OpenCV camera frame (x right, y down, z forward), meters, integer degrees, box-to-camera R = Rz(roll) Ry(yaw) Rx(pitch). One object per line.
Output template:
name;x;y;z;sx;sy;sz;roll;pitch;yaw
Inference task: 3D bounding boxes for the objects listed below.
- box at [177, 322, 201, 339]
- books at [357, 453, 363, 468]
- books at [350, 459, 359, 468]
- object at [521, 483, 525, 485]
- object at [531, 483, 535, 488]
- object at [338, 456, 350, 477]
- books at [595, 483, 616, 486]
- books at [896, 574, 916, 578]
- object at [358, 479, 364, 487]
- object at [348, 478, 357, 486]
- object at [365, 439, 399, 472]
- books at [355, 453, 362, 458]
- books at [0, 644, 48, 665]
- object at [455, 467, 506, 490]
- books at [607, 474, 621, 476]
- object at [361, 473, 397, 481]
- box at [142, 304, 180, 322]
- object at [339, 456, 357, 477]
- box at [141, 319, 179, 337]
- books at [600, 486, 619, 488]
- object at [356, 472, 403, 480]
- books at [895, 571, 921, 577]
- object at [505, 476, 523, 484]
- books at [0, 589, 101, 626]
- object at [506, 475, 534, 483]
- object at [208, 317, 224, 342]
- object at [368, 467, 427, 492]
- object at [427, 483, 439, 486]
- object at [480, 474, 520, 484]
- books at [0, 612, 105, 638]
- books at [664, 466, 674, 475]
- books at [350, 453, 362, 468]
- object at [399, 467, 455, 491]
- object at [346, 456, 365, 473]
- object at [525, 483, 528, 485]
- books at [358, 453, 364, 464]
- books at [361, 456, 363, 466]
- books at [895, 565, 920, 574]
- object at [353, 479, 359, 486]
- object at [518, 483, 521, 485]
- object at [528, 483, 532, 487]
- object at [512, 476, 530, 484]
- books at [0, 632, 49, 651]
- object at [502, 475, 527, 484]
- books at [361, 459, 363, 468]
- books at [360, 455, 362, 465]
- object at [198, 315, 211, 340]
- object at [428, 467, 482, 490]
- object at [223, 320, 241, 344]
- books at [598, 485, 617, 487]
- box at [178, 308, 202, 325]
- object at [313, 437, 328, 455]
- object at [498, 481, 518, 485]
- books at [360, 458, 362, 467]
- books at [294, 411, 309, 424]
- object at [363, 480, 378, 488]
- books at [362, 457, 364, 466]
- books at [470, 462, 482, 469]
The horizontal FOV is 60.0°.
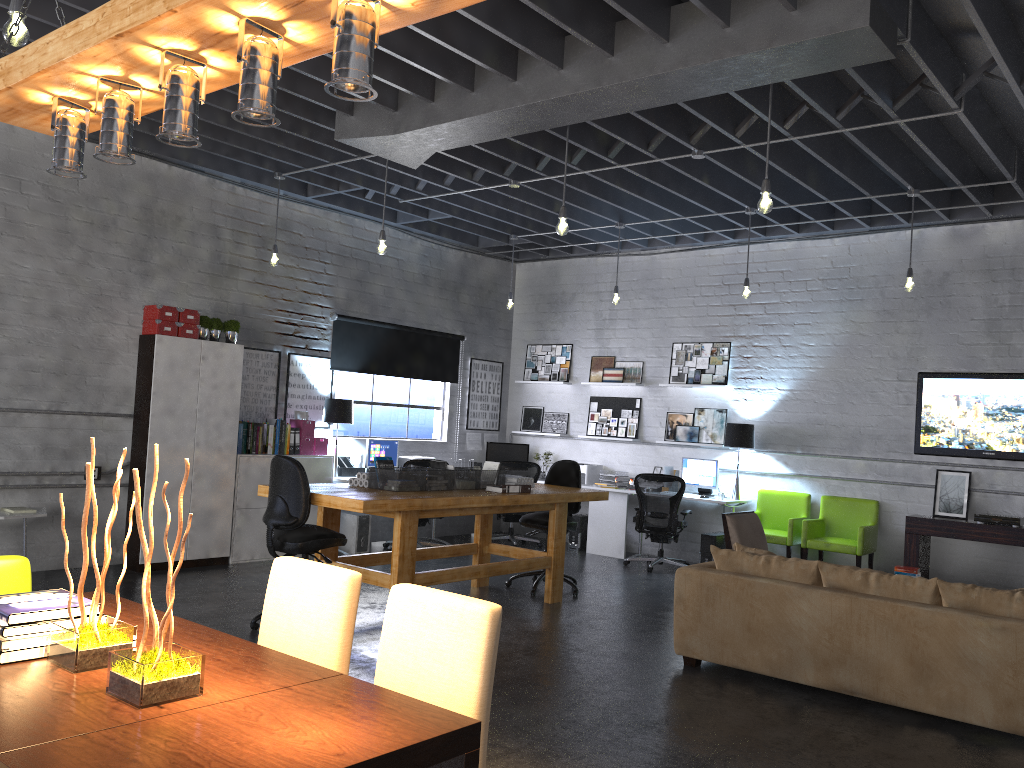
box;-2.968;-0.473;7.970;0.270;0.131;0.206;2;-3;39
books;-1.725;0.890;9.809;0.177;0.246;0.026;2;-2;39
books;-1.733;0.922;9.759;0.134;0.176;0.020;2;-2;39
object;-0.109;0.835;7.488;0.519;0.047;0.047;1;-3;39
object;-0.021;0.846;7.596;0.519;0.047;0.047;1;-3;39
object;-1.869;0.896;9.631;0.209;0.207;0.104;2;-3;40
books;1.099;1.181;10.426;0.148;0.014;0.211;5;-3;-36
books;3.470;1.682;7.757;0.161;0.026;0.223;3;-3;9
object;-0.924;0.761;6.844;0.057;0.058;0.636;2;-3;39
object;-1.012;0.758;6.916;0.057;0.058;0.636;2;-3;39
object;-1.509;0.831;10.042;0.212;0.417;0.465;2;-3;39
books;-1.734;0.889;9.804;0.175;0.244;0.026;2;-2;39
books;-1.312;0.695;2.436;0.324;0.035;0.306;1;-3;39
object;-0.265;0.770;7.261;0.316;0.156;0.306;2;-3;39
books;1.246;1.100;10.741;0.134;0.008;0.203;2;-3;22
object;-0.898;0.712;6.827;0.057;0.057;0.636;2;-3;39
box;-3.092;-0.617;7.812;0.270;0.131;0.206;2;-3;39
object;-1.802;0.903;9.712;0.209;0.207;0.104;2;-3;40
box;-3.100;-0.488;7.808;0.270;0.131;0.206;2;-3;39
books;1.140;1.211;10.410;0.211;0.014;0.148;3;-3;4
object;-0.943;0.711;6.863;0.057;0.057;0.636;2;-3;39
books;3.465;1.657;7.768;0.208;0.024;0.144;2;-3;24
object;-0.121;0.794;7.472;0.519;0.047;0.047;1;-3;39
books;-1.307;0.611;2.438;0.251;0.030;0.237;1;-3;41
object;-0.033;0.804;7.580;0.519;0.047;0.047;1;-3;39
object;-2.766;-0.502;8.243;0.169;0.240;0.171;4;-2;-12
object;-0.847;0.703;6.546;0.316;0.156;0.306;2;-3;39
object;-0.661;0.759;6.785;0.234;0.022;0.185;2;-3;32
object;-0.156;0.790;7.429;0.519;0.047;0.047;2;-3;37
books;-1.308;0.639;2.437;0.282;0.026;0.266;1;-3;41
books;1.816;1.101;10.240;0.043;0.296;0.210;2;-2;39
books;-1.737;0.890;9.796;0.172;0.243;0.026;2;-2;39
object;-0.653;0.725;6.785;0.316;0.156;0.306;2;-3;39
object;-1.731;0.912;9.803;0.209;0.207;0.104;2;-2;39
object;-0.080;0.839;7.524;0.519;0.047;0.047;1;-3;39
books;-1.717;0.890;9.820;0.179;0.247;0.026;2;-2;39
books;-1.723;0.892;9.813;0.172;0.243;0.026;2;-2;39
books;3.462;1.624;7.763;0.185;0.041;0.129;2;-3;34
object;-0.968;0.760;6.880;0.058;0.057;0.636;2;-3;39
object;-0.138;0.832;7.452;0.519;0.047;0.047;1;-3;39
object;-0.050;0.842;7.560;0.519;0.047;0.047;1;-3;39
object;-0.063;0.800;7.543;0.519;0.047;0.047;1;-3;39
books;-1.318;0.664;2.427;0.315;0.026;0.270;1;-3;39
object;-0.091;0.797;7.508;0.519;0.047;0.047;1;-3;39
books;-1.720;0.892;9.817;0.172;0.243;0.026;2;-2;39
books;-1.734;0.891;9.798;0.173;0.243;0.026;2;-2;39
object;-2.839;-0.513;8.111;0.171;0.240;0.169;4;-2;-22
object;-0.459;0.748;7.023;0.316;0.156;0.306;2;-3;39
object;-2.637;-0.491;8.329;0.169;0.240;0.171;2;-2;38
books;1.121;1.196;10.412;0.211;0.014;0.148;3;-3;14
box;-2.961;-0.603;7.974;0.268;0.133;0.206;2;-3;39
object;-2.054;0.646;9.251;0.214;0.177;0.161;2;-3;39
object;-0.168;0.828;7.416;0.519;0.047;0.047;1;-3;39
books;-1.731;0.889;9.808;0.175;0.244;0.026;2;-2;39
books;-2.162;0.410;9.104;0.192;0.267;0.060;2;-2;39
object;-0.880;0.762;6.808;0.058;0.057;0.636;2;-3;39
books;-1.714;0.893;9.824;0.172;0.243;0.026;2;-2;39
books;-0.463;1.066;11.367;0.184;0.121;0.017;5;-2;-36
